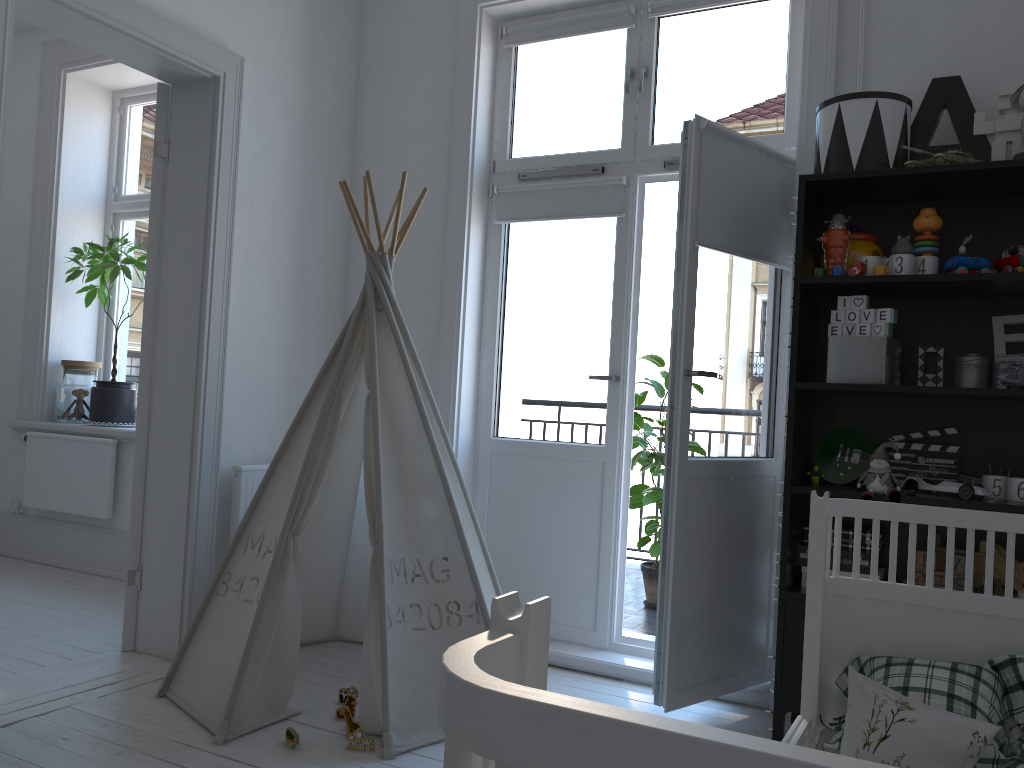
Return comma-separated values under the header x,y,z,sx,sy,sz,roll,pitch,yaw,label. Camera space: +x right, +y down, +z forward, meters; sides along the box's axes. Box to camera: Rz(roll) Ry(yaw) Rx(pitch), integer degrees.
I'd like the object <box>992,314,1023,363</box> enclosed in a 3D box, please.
x,y,z,sx,sy,sz,roll,pitch,yaw,label
1.457,-0.130,2.586,0.107,0.151,0.055,2,-1,28,object

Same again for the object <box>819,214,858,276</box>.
x,y,z,sx,sy,sz,roll,pitch,yaw,label
0.966,-0.405,2.620,0.105,0.203,0.072,2,-2,35,object

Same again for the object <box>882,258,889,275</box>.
x,y,z,sx,sy,sz,roll,pitch,yaw,label
1.107,-0.329,2.591,0.067,0.067,0.067,3,-1,2,object

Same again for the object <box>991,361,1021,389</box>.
x,y,z,sx,sy,sz,roll,pitch,yaw,label
1.391,-0.025,2.473,0.078,0.091,0.246,3,-2,23,object

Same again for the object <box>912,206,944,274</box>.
x,y,z,sx,sy,sz,roll,pitch,yaw,label
1.184,-0.400,2.531,0.077,0.213,0.077,4,-1,-29,object

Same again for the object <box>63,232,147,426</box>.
x,y,z,sx,sy,sz,roll,pitch,yaw,label
-2.068,-0.295,4.696,0.696,1.022,0.497,3,-1,1,object

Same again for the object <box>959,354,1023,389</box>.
x,y,z,sx,sy,sz,roll,pitch,yaw,label
1.422,-0.030,2.419,0.367,0.106,0.349,2,-2,30,object

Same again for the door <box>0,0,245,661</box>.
x,y,z,sx,sy,sz,roll,pitch,yaw,label
-1.315,-0.120,3.066,0.505,2.177,1.465,3,-1,12,door

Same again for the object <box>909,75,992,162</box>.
x,y,z,sx,sy,sz,roll,pitch,yaw,label
1.313,-0.753,2.690,0.343,0.344,0.057,2,-1,28,object

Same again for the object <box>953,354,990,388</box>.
x,y,z,sx,sy,sz,roll,pitch,yaw,label
1.343,-0.032,2.593,0.095,0.110,0.095,2,-2,32,object

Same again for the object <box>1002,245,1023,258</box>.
x,y,z,sx,sy,sz,roll,pitch,yaw,label
1.598,-0.339,2.534,0.347,0.131,0.037,2,-1,28,object

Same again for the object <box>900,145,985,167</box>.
x,y,z,sx,sy,sz,roll,pitch,yaw,label
1.223,-0.641,2.525,0.338,0.100,0.121,4,-2,-27,object

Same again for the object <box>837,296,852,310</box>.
x,y,z,sx,sy,sz,roll,pitch,yaw,label
0.977,-0.234,2.593,0.040,0.040,0.040,2,-2,33,object

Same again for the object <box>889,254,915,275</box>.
x,y,z,sx,sy,sz,roll,pitch,yaw,label
1.109,-0.331,2.523,0.067,0.067,0.067,2,-2,29,object

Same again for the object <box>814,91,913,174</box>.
x,y,z,sx,sy,sz,roll,pitch,yaw,label
1.107,-0.722,2.713,0.395,0.259,0.272,4,-2,-34,object

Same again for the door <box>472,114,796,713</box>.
x,y,z,sx,sy,sz,roll,pitch,yaw,label
0.293,0.077,3.154,1.263,1.838,0.637,2,-1,30,door

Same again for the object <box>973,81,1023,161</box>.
x,y,z,sx,sy,sz,roll,pitch,yaw,label
1.451,-0.722,2.582,0.190,0.290,0.065,2,-1,33,object

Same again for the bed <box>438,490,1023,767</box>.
x,y,z,sx,sy,sz,roll,pitch,yaw,label
0.534,0.587,0.900,0.670,0.832,1.404,2,-2,28,bed

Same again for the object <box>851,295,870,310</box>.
x,y,z,sx,sy,sz,roll,pitch,yaw,label
1.008,-0.233,2.564,0.040,0.040,0.040,2,-2,38,object

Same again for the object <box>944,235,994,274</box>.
x,y,z,sx,sy,sz,roll,pitch,yaw,label
1.278,-0.352,2.479,0.121,0.126,0.087,3,-1,5,object

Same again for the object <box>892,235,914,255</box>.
x,y,z,sx,sy,sz,roll,pitch,yaw,label
1.177,-0.370,2.672,0.063,0.160,0.063,3,-1,6,object

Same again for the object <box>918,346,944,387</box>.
x,y,z,sx,sy,sz,roll,pitch,yaw,label
1.263,-0.046,2.674,0.070,0.134,0.028,2,-1,28,object

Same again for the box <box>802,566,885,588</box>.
x,y,z,sx,sy,sz,roll,pitch,yaw,label
0.993,0.581,2.658,0.215,0.062,0.179,2,-2,28,box

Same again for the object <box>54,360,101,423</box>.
x,y,z,sx,sy,sz,roll,pitch,yaw,label
-2.352,0.041,4.823,0.228,0.330,0.228,2,-2,30,object

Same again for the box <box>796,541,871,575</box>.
x,y,z,sx,sy,sz,roll,pitch,yaw,label
0.979,0.519,2.668,0.215,0.062,0.179,2,-2,28,box

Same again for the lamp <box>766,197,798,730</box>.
x,y,z,sx,sy,sz,roll,pitch,yaw,label
1.278,0.250,2.574,0.985,1.684,0.095,3,-1,25,lamp

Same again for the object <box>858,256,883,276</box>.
x,y,z,sx,sy,sz,roll,pitch,yaw,label
1.039,-0.333,2.577,0.067,0.067,0.067,2,-2,29,object

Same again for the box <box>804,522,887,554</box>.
x,y,z,sx,sy,sz,roll,pitch,yaw,label
1.000,0.459,2.662,0.215,0.062,0.179,2,-2,28,box

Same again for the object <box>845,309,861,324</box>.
x,y,z,sx,sy,sz,roll,pitch,yaw,label
0.996,-0.194,2.573,0.040,0.040,0.040,4,-2,-42,object

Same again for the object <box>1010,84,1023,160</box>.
x,y,z,sx,sy,sz,roll,pitch,yaw,label
1.447,-0.705,2.396,0.154,0.253,0.370,2,-2,36,object

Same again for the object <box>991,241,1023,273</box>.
x,y,z,sx,sy,sz,roll,pitch,yaw,label
1.394,-0.346,2.465,0.087,0.112,0.122,3,-1,-1,object

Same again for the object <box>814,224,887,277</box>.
x,y,z,sx,sy,sz,roll,pitch,yaw,label
1.028,-0.396,2.666,0.197,0.197,0.318,2,-2,24,object

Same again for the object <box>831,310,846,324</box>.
x,y,z,sx,sy,sz,roll,pitch,yaw,label
0.963,-0.194,2.604,0.040,0.040,0.040,2,-2,38,object

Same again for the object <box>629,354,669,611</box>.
x,y,z,sx,sy,sz,roll,pitch,yaw,label
0.731,0.472,4.375,0.720,1.225,0.489,2,-2,38,object
